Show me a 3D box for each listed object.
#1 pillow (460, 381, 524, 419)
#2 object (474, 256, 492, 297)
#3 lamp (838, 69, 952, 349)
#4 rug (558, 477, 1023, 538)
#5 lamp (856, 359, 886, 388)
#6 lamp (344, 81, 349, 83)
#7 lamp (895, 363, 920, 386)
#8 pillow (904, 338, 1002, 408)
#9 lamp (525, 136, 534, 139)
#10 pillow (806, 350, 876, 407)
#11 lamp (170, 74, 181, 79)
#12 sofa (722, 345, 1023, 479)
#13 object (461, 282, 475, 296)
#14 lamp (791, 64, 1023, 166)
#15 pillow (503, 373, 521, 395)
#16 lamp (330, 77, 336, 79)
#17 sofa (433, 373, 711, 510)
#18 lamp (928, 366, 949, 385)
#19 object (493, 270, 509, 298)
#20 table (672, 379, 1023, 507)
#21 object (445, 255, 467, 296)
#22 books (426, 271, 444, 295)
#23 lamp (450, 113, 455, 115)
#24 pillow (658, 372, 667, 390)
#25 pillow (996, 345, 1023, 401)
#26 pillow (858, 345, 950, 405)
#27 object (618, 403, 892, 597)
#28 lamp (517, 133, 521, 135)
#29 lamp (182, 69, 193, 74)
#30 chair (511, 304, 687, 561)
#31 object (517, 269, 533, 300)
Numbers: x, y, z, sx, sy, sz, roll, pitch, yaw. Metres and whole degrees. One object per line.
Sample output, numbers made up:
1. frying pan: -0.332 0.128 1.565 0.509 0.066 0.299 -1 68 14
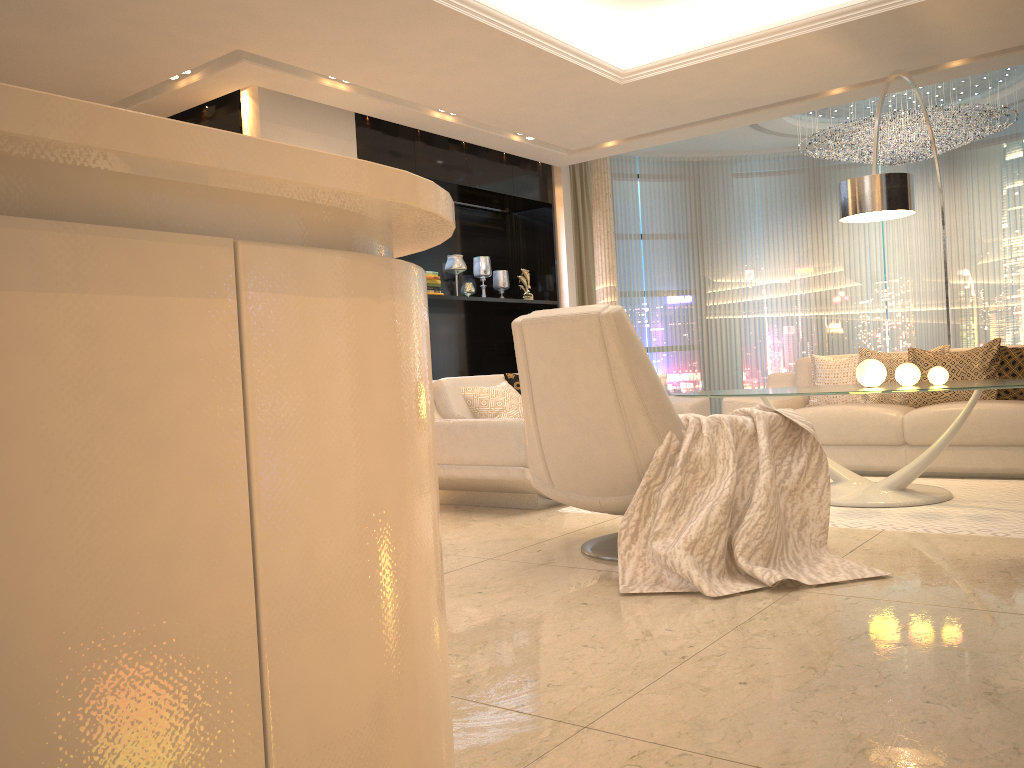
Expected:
1. pillow: -0.037 0.145 5.456 0.351 0.329 0.521 -3 1 37
2. object: -0.262 -0.932 8.027 0.156 0.426 0.156 -3 1 42
3. lamp: 2.539 -0.717 5.603 0.393 2.519 2.009 -3 1 37
4. rug: 1.872 0.592 4.594 2.900 0.020 1.661 -3 1 37
5. lamp: 1.821 -0.054 4.496 0.143 0.143 0.143 -3 1 22
6. lamp: -1.040 -1.980 5.624 0.107 0.127 0.107 -4 1 -42
7. lamp: 1.959 -0.047 4.392 0.115 0.115 0.115 -4 1 -27
8. pillow: 2.796 -0.057 5.601 0.575 0.436 0.301 -3 1 43
9. lamp: 0.153 -2.057 7.213 0.107 0.127 0.107 -3 1 18
10. pillow: 2.252 -0.025 6.069 0.463 0.380 0.222 -3 1 42
11. lamp: -2.064 -1.918 5.380 0.107 0.127 0.107 -3 1 18
12. sofa: 2.655 0.160 5.705 2.328 0.754 1.145 -3 1 37
13. object: -0.381 -0.797 7.674 0.119 0.154 0.119 -4 1 -43
14. lamp: 3.574 -2.361 8.108 2.109 0.685 2.109 -3 1 -8
15. pillow: 0.228 0.091 5.827 0.323 0.355 0.524 -3 1 38
16. lamp: -1.109 -1.974 5.532 0.107 0.127 0.107 -4 1 -42
17. sofa: 0.314 0.292 5.850 1.145 0.754 2.328 -3 1 37
18. lamp: 2.070 -0.040 4.309 0.090 0.091 0.090 -3 1 -2
19. object: -0.098 -0.889 8.230 0.147 0.317 0.147 -3 1 39
20. table: 1.841 0.297 4.613 2.140 0.565 0.999 -3 1 36
21. object: -0.476 -0.904 7.575 0.181 0.381 0.181 -3 1 31
22. books: -0.731 -0.794 7.138 0.260 0.197 0.296 -3 1 40
23. lamp: -0.416 -2.026 6.451 0.107 0.127 0.107 -3 1 18
24. pillow: 0.848 0.062 6.295 0.281 0.325 0.521 -4 1 -43
25. pillow: 3.102 -0.071 5.339 0.301 0.436 0.575 -4 1 -22
26. pillow: 2.587 -0.043 5.852 0.587 0.429 0.288 -3 1 12
27. object: 0.685 0.380 3.516 0.972 0.580 1.347 -3 1 -16
28. lamp: 0.078 -2.063 7.106 0.107 0.127 0.107 -3 1 18
29. lamp: -1.962 -1.923 5.302 0.107 0.127 0.107 -3 1 18
30. chair: 0.477 0.193 3.596 1.027 0.991 0.983 -3 1 36
31. object: 0.124 -0.902 8.115 0.116 0.293 0.182 -3 1 34
